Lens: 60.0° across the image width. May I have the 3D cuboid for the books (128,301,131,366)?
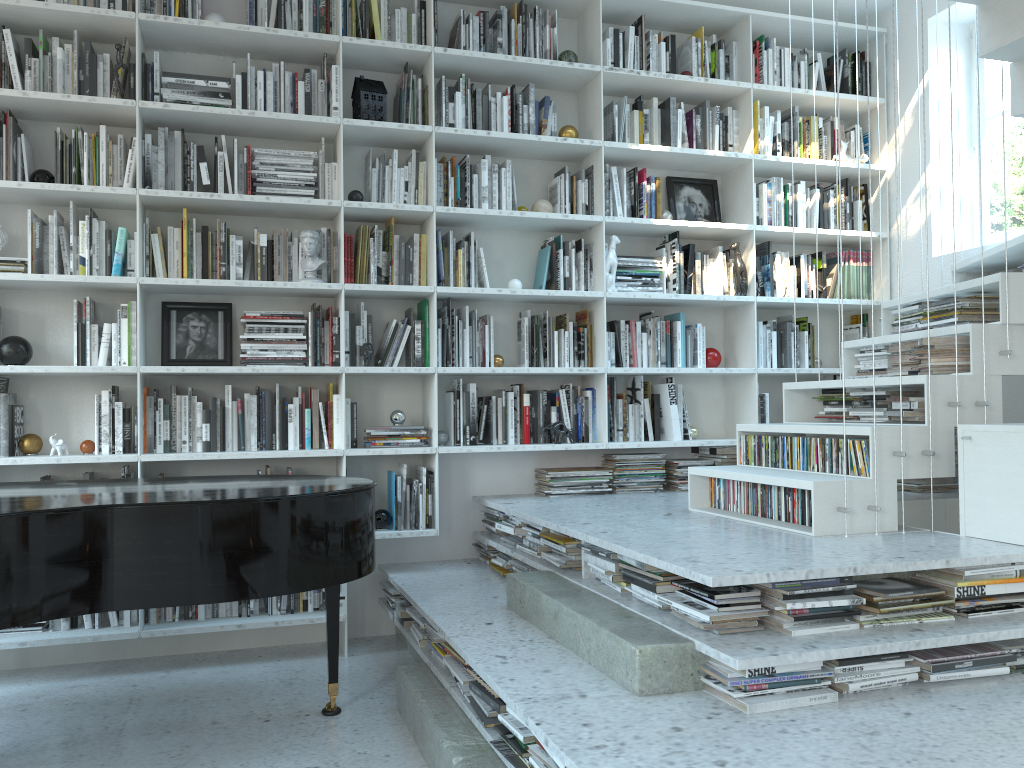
[{"bbox_3d":[-1.645,-0.207,3.832,0.011,0.279,0.187,0,-1,-18],"label":"books"}]

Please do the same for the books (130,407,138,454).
[{"bbox_3d":[-1.633,0.199,3.844,0.024,0.201,0.158,0,-1,-18],"label":"books"}]

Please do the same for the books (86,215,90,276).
[{"bbox_3d":[-1.799,-0.567,3.787,0.012,0.265,0.193,0,-1,-18],"label":"books"}]

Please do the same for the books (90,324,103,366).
[{"bbox_3d":[-1.785,-0.157,3.812,0.030,0.183,0.154,0,-1,-18],"label":"books"}]

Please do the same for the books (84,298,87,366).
[{"bbox_3d":[-1.816,-0.212,3.800,0.011,0.291,0.156,0,-1,-18],"label":"books"}]

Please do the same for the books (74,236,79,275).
[{"bbox_3d":[-1.851,-0.528,3.799,0.025,0.189,0.140,0,-1,-18],"label":"books"}]

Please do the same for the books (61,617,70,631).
[{"bbox_3d":[-1.872,0.921,3.744,0.029,0.202,0.178,0,-1,-18],"label":"books"}]

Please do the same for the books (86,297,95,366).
[{"bbox_3d":[-1.804,-0.215,3.800,0.012,0.298,0.166,0,-1,-18],"label":"books"}]

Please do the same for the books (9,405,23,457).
[{"bbox_3d":[-2.073,0.195,3.707,0.023,0.212,0.160,0,-1,-18],"label":"books"}]

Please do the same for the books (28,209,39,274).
[{"bbox_3d":[-2.013,-0.576,3.729,0.012,0.285,0.159,0,-1,-18],"label":"books"}]

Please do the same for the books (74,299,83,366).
[{"bbox_3d":[-1.849,-0.209,3.782,0.012,0.285,0.159,0,-1,-18],"label":"books"}]

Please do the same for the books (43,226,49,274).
[{"bbox_3d":[-1.964,-0.546,3.769,0.024,0.227,0.137,0,-1,-18],"label":"books"}]

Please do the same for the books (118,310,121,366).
[{"bbox_3d":[-1.683,-0.189,3.823,0.012,0.244,0.171,0,-1,-18],"label":"books"}]

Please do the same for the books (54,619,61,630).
[{"bbox_3d":[-1.905,0.890,3.747,0.031,0.265,0.144,0,-1,-18],"label":"books"}]

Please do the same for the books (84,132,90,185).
[{"bbox_3d":[-1.805,-0.926,3.786,0.013,0.243,0.189,0,-1,-18],"label":"books"}]

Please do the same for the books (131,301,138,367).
[{"bbox_3d":[-1.631,-0.208,3.840,0.021,0.281,0.162,0,-1,-18],"label":"books"}]

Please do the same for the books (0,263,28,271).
[{"bbox_3d":[-2.163,-0.488,3.689,0.254,0.012,0.161,0,-2,-21],"label":"books"}]

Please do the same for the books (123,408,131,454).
[{"bbox_3d":[-1.663,0.202,3.848,0.031,0.194,0.142,0,-1,-18],"label":"books"}]

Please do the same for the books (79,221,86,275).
[{"bbox_3d":[-1.821,-0.557,3.790,0.028,0.247,0.170,0,-1,-18],"label":"books"}]

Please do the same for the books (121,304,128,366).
[{"bbox_3d":[-1.666,-0.202,3.835,0.027,0.269,0.178,0,-1,-18],"label":"books"}]

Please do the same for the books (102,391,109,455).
[{"bbox_3d":[-1.735,0.165,3.804,0.027,0.269,0.159,0,-1,-18],"label":"books"}]

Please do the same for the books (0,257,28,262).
[{"bbox_3d":[-2.163,-0.512,3.687,0.285,0.012,0.159,0,-2,-22],"label":"books"}]

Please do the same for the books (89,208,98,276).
[{"bbox_3d":[-1.791,-0.584,3.799,0.011,0.300,0.178,0,-1,-18],"label":"books"}]

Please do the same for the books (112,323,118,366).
[{"bbox_3d":[-1.703,-0.161,3.827,0.024,0.188,0.172,0,-1,-18],"label":"books"}]

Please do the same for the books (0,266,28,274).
[{"bbox_3d":[-2.162,-0.475,3.685,0.254,0.012,0.161,0,-2,-23],"label":"books"}]

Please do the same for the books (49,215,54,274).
[{"bbox_3d":[-1.938,-0.567,3.762,0.022,0.267,0.151,0,-1,-18],"label":"books"}]

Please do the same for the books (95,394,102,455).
[{"bbox_3d":[-1.771,0.173,3.803,0.012,0.254,0.161,0,-1,-18],"label":"books"}]

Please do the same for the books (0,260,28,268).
[{"bbox_3d":[-2.164,-0.500,3.691,0.285,0.012,0.159,0,-2,-16],"label":"books"}]

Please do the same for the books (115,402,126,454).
[{"bbox_3d":[-1.686,0.189,3.821,0.029,0.221,0.153,0,-1,-18],"label":"books"}]

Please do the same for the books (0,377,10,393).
[{"bbox_3d":[-2.130,0.136,3.676,0.050,0.328,0.166,0,-1,-18],"label":"books"}]

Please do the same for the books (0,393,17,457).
[{"bbox_3d":[-2.092,0.170,3.686,0.027,0.261,0.163,0,-1,-18],"label":"books"}]

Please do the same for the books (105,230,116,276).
[{"bbox_3d":[-1.736,-0.543,3.838,0.026,0.219,0.150,0,-1,-18],"label":"books"}]

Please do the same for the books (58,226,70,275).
[{"bbox_3d":[-1.894,-0.546,3.780,0.048,0.224,0.149,0,-1,-18],"label":"books"}]

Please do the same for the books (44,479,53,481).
[{"bbox_3d":[-1.951,0.538,3.735,0.012,0.270,0.142,0,-1,-18],"label":"books"}]

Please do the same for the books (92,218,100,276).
[{"bbox_3d":[-1.774,-0.564,3.804,0.023,0.260,0.170,0,-1,-18],"label":"books"}]

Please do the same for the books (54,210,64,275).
[{"bbox_3d":[-1.918,-0.577,3.756,0.012,0.286,0.167,0,-1,-18],"label":"books"}]

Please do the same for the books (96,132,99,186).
[{"bbox_3d":[-1.771,-0.930,3.815,0.006,0.253,0.180,0,-1,-18],"label":"books"}]

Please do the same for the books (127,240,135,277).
[{"bbox_3d":[-1.651,-0.524,3.858,0.027,0.181,0.142,0,-1,-18],"label":"books"}]

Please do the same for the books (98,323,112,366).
[{"bbox_3d":[-1.740,-0.161,3.810,0.057,0.188,0.156,0,-1,-18],"label":"books"}]

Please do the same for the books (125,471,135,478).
[{"bbox_3d":[-1.650,0.527,3.833,0.021,0.290,0.160,0,-1,-18],"label":"books"}]

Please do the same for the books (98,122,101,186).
[{"bbox_3d":[-1.767,-0.955,3.819,0.006,0.303,0.165,0,-1,-18],"label":"books"}]

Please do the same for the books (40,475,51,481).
[{"bbox_3d":[-1.964,0.531,3.736,0.012,0.285,0.159,0,-1,-18],"label":"books"}]

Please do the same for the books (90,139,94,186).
[{"bbox_3d":[-1.805,-0.921,3.824,0.011,0.236,0.130,0,-1,-18],"label":"books"}]

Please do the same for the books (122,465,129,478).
[{"bbox_3d":[-1.663,0.512,3.819,0.013,0.320,0.173,0,-1,-18],"label":"books"}]

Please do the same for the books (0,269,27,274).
[{"bbox_3d":[-2.162,-0.463,3.687,0.254,0.012,0.161,0,-2,-22],"label":"books"}]

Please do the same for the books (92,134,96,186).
[{"bbox_3d":[-1.789,-0.929,3.816,0.017,0.253,0.139,0,-1,-18],"label":"books"}]

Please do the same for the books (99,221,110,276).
[{"bbox_3d":[-1.759,-0.561,3.830,0.022,0.256,0.152,0,-1,-18],"label":"books"}]

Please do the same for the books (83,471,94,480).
[{"bbox_3d":[-1.813,0.526,3.795,0.025,0.294,0.134,0,-1,-18],"label":"books"}]

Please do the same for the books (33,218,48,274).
[{"bbox_3d":[-1.981,-0.557,3.733,0.030,0.247,0.174,0,-1,-18],"label":"books"}]

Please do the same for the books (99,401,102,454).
[{"bbox_3d":[-1.760,0.187,3.815,0.015,0.225,0.148,0,-1,-18],"label":"books"}]

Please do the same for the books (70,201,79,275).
[{"bbox_3d":[-1.865,-0.598,3.781,0.010,0.329,0.173,0,-1,-18],"label":"books"}]

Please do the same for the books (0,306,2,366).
[{"bbox_3d":[-2.156,-0.198,3.691,0.028,0.266,0.144,0,-1,-18],"label":"books"}]

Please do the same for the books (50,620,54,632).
[{"bbox_3d":[-1.921,0.895,3.726,0.012,0.254,0.161,0,-1,-18],"label":"books"}]

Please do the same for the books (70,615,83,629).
[{"bbox_3d":[-1.849,0.904,3.764,0.028,0.238,0.136,0,-1,-18],"label":"books"}]

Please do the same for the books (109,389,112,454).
[{"bbox_3d":[-1.721,0.161,3.823,0.010,0.277,0.155,0,-1,-18],"label":"books"}]

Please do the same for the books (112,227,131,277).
[{"bbox_3d":[-1.688,-0.548,3.828,0.060,0.227,0.179,0,-1,-18],"label":"books"}]

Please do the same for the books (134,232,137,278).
[{"bbox_3d":[-1.627,-0.542,3.869,0.026,0.217,0.126,0,-1,-18],"label":"books"}]

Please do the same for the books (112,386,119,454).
[{"bbox_3d":[-1.709,0.154,3.823,0.014,0.291,0.132,0,-1,-18],"label":"books"}]

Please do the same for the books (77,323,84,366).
[{"bbox_3d":[-1.829,-0.159,3.782,0.025,0.186,0.154,0,-1,-18],"label":"books"}]
